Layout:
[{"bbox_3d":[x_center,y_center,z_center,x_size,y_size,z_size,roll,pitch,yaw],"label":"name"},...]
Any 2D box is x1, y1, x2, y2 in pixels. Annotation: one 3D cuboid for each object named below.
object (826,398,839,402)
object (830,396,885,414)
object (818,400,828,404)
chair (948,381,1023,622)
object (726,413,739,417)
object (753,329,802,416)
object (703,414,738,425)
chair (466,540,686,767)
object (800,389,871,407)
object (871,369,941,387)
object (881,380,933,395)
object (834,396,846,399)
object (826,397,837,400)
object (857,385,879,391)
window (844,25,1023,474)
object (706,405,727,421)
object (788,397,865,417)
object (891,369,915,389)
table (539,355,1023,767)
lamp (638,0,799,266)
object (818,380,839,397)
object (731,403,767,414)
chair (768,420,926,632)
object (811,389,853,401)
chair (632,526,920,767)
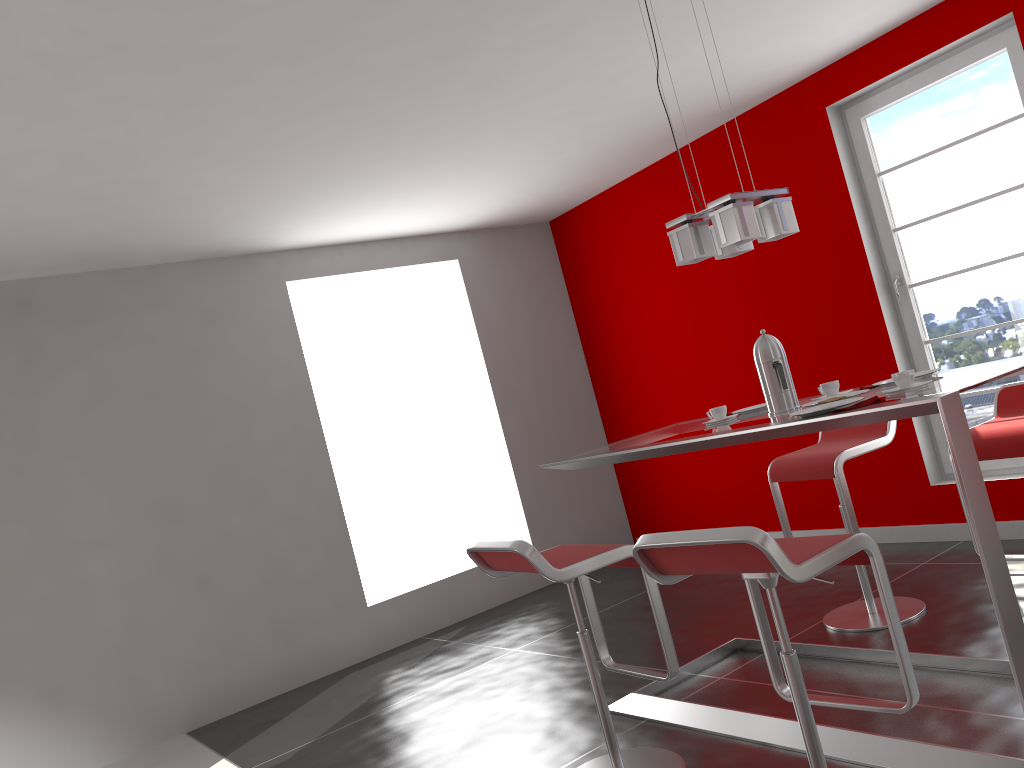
[{"bbox_3d":[0.998,0.051,2.767,0.034,0.006,0.036,-17,-3,44],"label":"object"},{"bbox_3d":[0.979,0.051,2.443,0.234,0.012,0.095,-13,-3,-35],"label":"object"},{"bbox_3d":[0.990,0.055,2.809,0.034,0.006,0.036,-14,-2,-11],"label":"object"},{"bbox_3d":[1.927,0.427,3.164,0.460,0.857,0.418,-13,-2,-32],"label":"chair"},{"bbox_3d":[0.879,0.117,3.523,0.234,0.012,0.095,-13,-3,-36],"label":"object"},{"bbox_3d":[0.888,-0.048,2.972,0.113,0.287,0.149,-14,-2,-27],"label":"object"},{"bbox_3d":[0.776,0.134,3.293,0.119,0.016,0.119,-16,-3,35],"label":"object"},{"bbox_3d":[0.225,0.860,2.847,0.460,0.857,0.418,-13,-2,-30],"label":"chair"},{"bbox_3d":[1.020,0.051,2.796,0.217,0.015,0.217,-15,-2,3],"label":"object"},{"bbox_3d":[1.292,-0.016,2.904,0.217,0.015,0.217,-16,-2,31],"label":"object"},{"bbox_3d":[1.135,0.013,2.549,0.119,0.016,0.119,-14,-2,-15],"label":"object"},{"bbox_3d":[1.032,0.043,2.792,0.034,0.006,0.036,-15,-2,2],"label":"object"},{"bbox_3d":[1.023,0.047,2.832,0.036,0.006,0.034,-14,-2,-23],"label":"object"},{"bbox_3d":[1.219,0.009,3.020,0.234,0.012,0.095,-13,-3,-36],"label":"object"},{"bbox_3d":[2.322,-0.584,4.402,0.117,2.038,0.938,-13,-3,-35],"label":"window"},{"bbox_3d":[0.769,0.112,3.301,0.062,0.049,0.078,-14,-2,-12],"label":"object"},{"bbox_3d":[0.908,0.072,2.560,0.217,0.015,0.217,-15,-2,2],"label":"object"},{"bbox_3d":[1.133,-0.012,2.544,0.062,0.049,0.078,-13,-3,-35],"label":"object"},{"bbox_3d":[1.016,0.586,3.046,0.800,1.000,1.700,-13,-3,-35],"label":"table"},{"bbox_3d":[0.643,-0.958,3.058,0.304,1.025,0.304,-13,-3,-35],"label":"lamp"},{"bbox_3d":[1.082,0.019,3.015,0.062,0.049,0.078,-15,-2,5],"label":"object"},{"bbox_3d":[0.952,0.092,3.407,0.217,0.015,0.217,-14,-2,-11],"label":"object"},{"bbox_3d":[1.463,0.573,3.832,0.460,0.857,0.418,-14,-2,-27],"label":"chair"},{"bbox_3d":[1.087,0.042,3.006,0.119,0.016,0.119,-13,-3,-37],"label":"object"},{"bbox_3d":[0.675,0.717,2.157,0.460,0.857,0.418,-13,-3,-39],"label":"chair"}]
